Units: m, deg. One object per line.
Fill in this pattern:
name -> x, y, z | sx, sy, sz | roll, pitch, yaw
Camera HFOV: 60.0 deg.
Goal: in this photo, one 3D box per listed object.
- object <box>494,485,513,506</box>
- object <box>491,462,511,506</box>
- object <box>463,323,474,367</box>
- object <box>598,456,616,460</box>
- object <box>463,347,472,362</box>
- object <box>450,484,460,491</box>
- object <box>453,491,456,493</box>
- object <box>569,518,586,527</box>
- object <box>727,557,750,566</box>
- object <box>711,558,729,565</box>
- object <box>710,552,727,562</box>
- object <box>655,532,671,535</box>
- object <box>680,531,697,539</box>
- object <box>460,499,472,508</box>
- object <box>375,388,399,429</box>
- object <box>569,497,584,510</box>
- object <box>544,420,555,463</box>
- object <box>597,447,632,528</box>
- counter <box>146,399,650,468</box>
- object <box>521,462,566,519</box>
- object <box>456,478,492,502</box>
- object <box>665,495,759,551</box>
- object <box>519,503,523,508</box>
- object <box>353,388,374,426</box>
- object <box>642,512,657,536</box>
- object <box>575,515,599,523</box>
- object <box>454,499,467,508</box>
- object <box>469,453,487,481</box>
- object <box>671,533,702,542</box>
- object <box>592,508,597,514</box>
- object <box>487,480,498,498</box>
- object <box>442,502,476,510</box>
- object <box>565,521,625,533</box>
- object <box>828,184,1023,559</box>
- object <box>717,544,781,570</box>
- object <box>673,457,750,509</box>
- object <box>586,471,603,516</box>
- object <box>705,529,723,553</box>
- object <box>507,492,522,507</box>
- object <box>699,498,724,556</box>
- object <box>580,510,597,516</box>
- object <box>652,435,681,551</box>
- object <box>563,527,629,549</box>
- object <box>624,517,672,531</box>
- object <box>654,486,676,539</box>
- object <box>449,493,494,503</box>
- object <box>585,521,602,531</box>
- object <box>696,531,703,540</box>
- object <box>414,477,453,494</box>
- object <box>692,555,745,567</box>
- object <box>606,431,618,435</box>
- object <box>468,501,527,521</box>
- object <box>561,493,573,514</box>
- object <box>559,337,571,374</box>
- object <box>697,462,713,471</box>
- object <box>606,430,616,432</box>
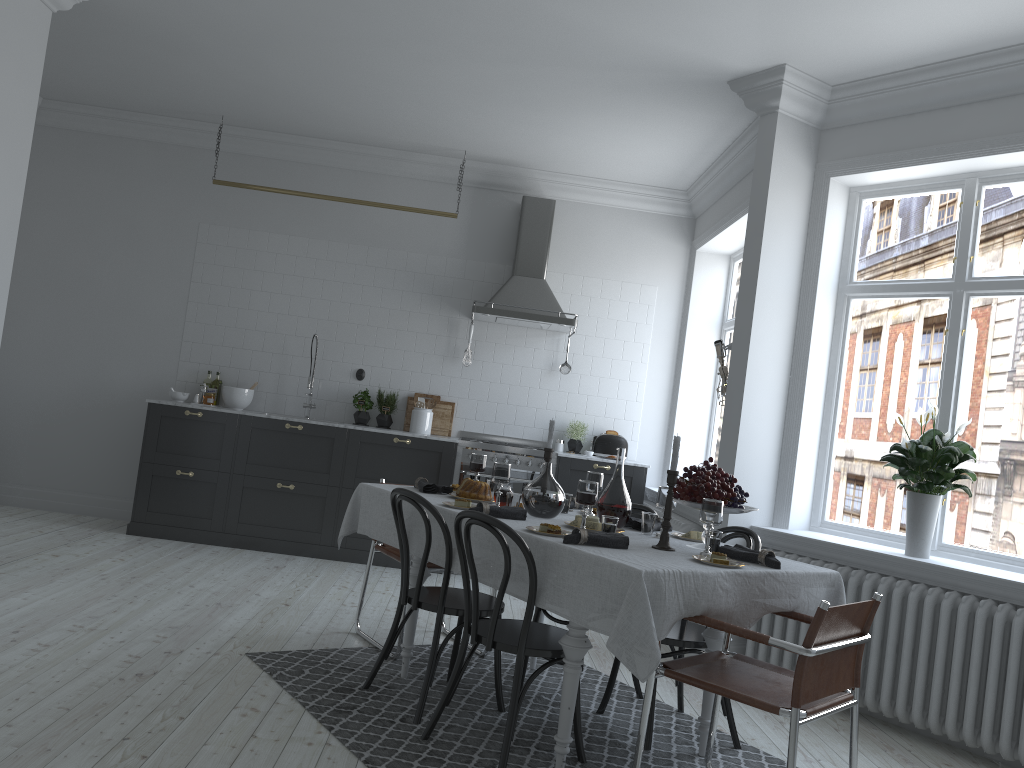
object -> -0.040, 0.523, 4.148 | 0.091, 0.101, 0.091 | 6, -3, 43
object -> -0.055, 0.457, 3.918 | 0.083, 0.215, 0.083 | 7, -2, 3
object -> -0.355, -0.329, 7.378 | 0.074, 0.381, 0.076 | 8, -2, -22
object -> 0.796, 0.600, 7.115 | 0.209, 0.011, 0.209 | 6, -3, 36
object -> -0.355, -0.352, 7.412 | 0.066, 0.332, 0.024 | 7, -2, 3
object -> -0.290, 0.537, 4.589 | 0.038, 0.041, 0.057 | 6, -3, 31
object -> -0.264, 0.555, 4.581 | 0.182, 0.013, 0.182 | 8, -2, -2
object -> 0.269, 0.564, 3.637 | 0.039, 0.040, 0.078 | 9, -2, -28
object -> 0.825, 0.649, 3.266 | 0.031, 0.012, 0.131 | 9, -3, -40
object -> 0.734, 0.628, 3.133 | 0.057, 0.021, 0.037 | 8, -2, -2
object -> 0.740, 0.621, 3.176 | 0.057, 0.037, 0.021 | 7, -2, 19
object -> 0.660, 0.650, 3.849 | 0.031, 0.012, 0.131 | 6, -3, 40
object -> 0.762, 0.648, 3.817 | 0.039, 0.040, 0.078 | 9, -2, -28
object -> -0.206, 0.523, 3.891 | 0.057, 0.037, 0.021 | 7, -2, 16
object -> -1.039, 0.184, 7.313 | 0.186, 0.367, 0.196 | 6, -3, 43
object -> 0.240, 0.596, 4.483 | 0.165, 0.061, 0.247 | 6, -3, 37
object -> 0.163, 0.383, 4.147 | 0.089, 0.432, 0.089 | 7, -2, 20
object -> 0.458, 0.454, 3.872 | 0.152, 0.352, 0.152 | 9, -3, -42
counter -> -0.870, 0.395, 7.137 | 3.902, 0.020, 0.624 | 8, -2, -2
object -> 0.144, 0.467, 3.896 | 0.194, 0.245, 0.194 | 8, -2, -19
object -> -0.185, 0.510, 4.270 | 0.191, 0.105, 0.164 | 7, -2, 17
object -> 0.785, 0.566, 3.541 | 0.367, 0.188, 0.367 | 6, -3, 39
object -> 0.008, 0.558, 4.041 | 0.031, 0.031, 0.167 | 6, -3, 33
object -> -1.236, 0.187, 7.319 | 0.172, 0.311, 0.179 | 7, -2, 9
object -> 0.578, 0.594, 3.765 | 0.066, 0.094, 0.066 | 7, -2, 9
object -> 0.315, 0.577, 3.705 | 0.100, 0.056, 0.056 | 7, -2, 15
object -> -0.222, 0.520, 3.862 | 0.057, 0.037, 0.021 | 8, -2, -12
object -> -0.179, 0.462, 4.476 | 0.083, 0.215, 0.083 | 7, -2, 3
object -> 0.780, 0.664, 3.823 | 0.182, 0.013, 0.182 | 8, -2, -2
object -> 0.409, 0.619, 4.303 | 0.038, 0.041, 0.057 | 6, -3, 40
object -> -0.100, 0.530, 4.431 | 0.066, 0.094, 0.066 | 8, -2, -13
object -> -0.214, 0.535, 3.871 | 0.182, 0.013, 0.182 | 7, -2, 13
object -> 0.342, 0.600, 3.681 | 0.251, 0.018, 0.251 | 8, -2, -2
object -> -9.534, -2.168, 2.417 | 72.085, 19.432, 33.873 | 9, -3, -37
object -> 0.918, 0.642, 3.337 | 0.247, 0.061, 0.165 | 6, -3, 37
object -> 0.806, 0.401, 3.536 | 0.347, 0.215, 0.318 | 9, -3, -40
object -> 0.381, 0.525, 4.193 | 0.083, 0.215, 0.083 | 7, -2, 3
object -> 0.760, 0.603, 3.360 | 0.066, 0.094, 0.066 | 8, -2, -13
object -> 0.004, 0.521, 3.845 | 0.066, 0.094, 0.066 | 8, -2, -13
object -> 0.733, 0.537, 3.290 | 0.083, 0.215, 0.083 | 7, -2, 3
object -> 0.424, 0.637, 4.331 | 0.182, 0.013, 0.182 | 8, -2, -2
object -> 0.601, 0.411, 3.364 | 0.089, 0.432, 0.089 | 7, -2, 20
object -> 0.316, 0.556, 3.194 | 0.165, 0.061, 0.247 | 6, -3, 37
object -> 0.599, 0.624, 3.986 | 0.165, 0.061, 0.247 | 6, -3, 37
object -> 0.641, 0.542, 3.720 | 0.083, 0.215, 0.083 | 8, -2, -7
object -> -0.182, 0.553, 4.275 | 0.251, 0.018, 0.251 | 8, -2, -2
object -> 0.328, 0.583, 3.623 | 0.077, 0.040, 0.040 | 7, -2, 17
object -> 0.797, 0.655, 3.841 | 0.040, 0.039, 0.077 | 9, -3, -32
object -> -0.437, 0.502, 4.397 | 0.247, 0.061, 0.165 | 6, -3, 37
object -> 0.731, 0.632, 3.144 | 0.182, 0.013, 0.182 | 7, -2, 8
object -> 0.827, 0.443, 7.350 | 0.107, 0.110, 0.010 | 7, -2, 2
object -> -0.046, 0.527, 3.677 | 0.165, 0.061, 0.247 | 6, -3, 37
object -> 0.250, 0.568, 4.213 | 0.066, 0.094, 0.066 | 8, -2, -13
object -> 0.462, -0.243, 7.435 | 0.101, 0.331, 0.030 | 7, -2, 8
object -> 1.432, 0.648, 6.536 | 0.147, 0.148, 0.147 | 8, -2, -11
object -> 0.831, 0.442, 7.427 | 0.107, 0.110, 0.010 | 7, -2, 2
